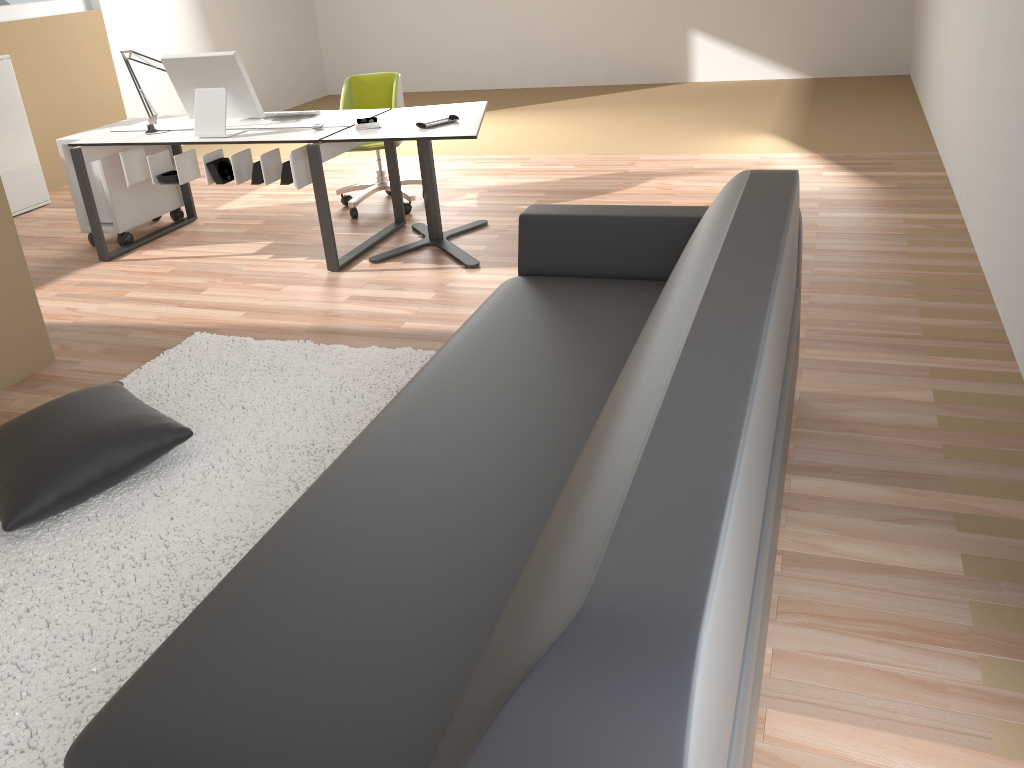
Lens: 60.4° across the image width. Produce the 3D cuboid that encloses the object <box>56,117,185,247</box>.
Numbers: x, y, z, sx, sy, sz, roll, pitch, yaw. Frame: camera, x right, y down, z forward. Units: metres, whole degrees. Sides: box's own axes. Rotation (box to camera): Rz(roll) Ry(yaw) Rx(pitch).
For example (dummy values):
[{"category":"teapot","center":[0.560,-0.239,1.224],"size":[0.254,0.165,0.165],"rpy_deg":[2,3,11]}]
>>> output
[{"category":"object","center":[-2.393,-1.264,5.489],"size":[0.309,0.647,0.648],"rpy_deg":[3,25,20]}]

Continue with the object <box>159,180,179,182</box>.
[{"category":"object","center":[-1.829,-1.119,4.784],"size":[0.119,0.002,0.139],"rpy_deg":[5,28,19]}]

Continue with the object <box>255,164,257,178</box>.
[{"category":"object","center":[-1.293,-1.107,4.573],"size":[0.040,0.109,0.139],"rpy_deg":[3,26,20]}]

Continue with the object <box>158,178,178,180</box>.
[{"category":"object","center":[-1.833,-1.129,4.782],"size":[0.119,0.002,0.139],"rpy_deg":[5,28,19]}]

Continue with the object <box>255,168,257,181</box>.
[{"category":"object","center":[-1.291,-1.107,4.572],"size":[0.040,0.109,0.139],"rpy_deg":[3,26,20]}]

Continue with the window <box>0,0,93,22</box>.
[{"category":"window","center":[-4.253,-3.116,5.568],"size":[0.045,1.721,3.790],"rpy_deg":[2,27,20]}]

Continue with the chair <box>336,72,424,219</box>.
[{"category":"chair","center":[-0.854,-1.523,5.575],"size":[0.622,0.776,0.624],"rpy_deg":[-7,23,-3]}]

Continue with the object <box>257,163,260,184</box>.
[{"category":"object","center":[-1.278,-1.106,4.567],"size":[0.040,0.109,0.139],"rpy_deg":[3,26,20]}]

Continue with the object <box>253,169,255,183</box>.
[{"category":"object","center":[-1.302,-1.108,4.576],"size":[0.040,0.109,0.139],"rpy_deg":[3,26,20]}]

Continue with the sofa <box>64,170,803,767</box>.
[{"category":"sofa","center":[0.126,0.118,2.048],"size":[0.953,0.800,2.355],"rpy_deg":[4,27,19]}]

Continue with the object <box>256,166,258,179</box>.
[{"category":"object","center":[-1.287,-1.107,4.570],"size":[0.040,0.109,0.139],"rpy_deg":[3,26,20]}]

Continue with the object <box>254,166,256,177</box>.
[{"category":"object","center":[-1.298,-1.108,4.574],"size":[0.039,0.109,0.139],"rpy_deg":[3,26,20]}]

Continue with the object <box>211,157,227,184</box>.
[{"category":"object","center":[-1.525,-1.128,4.658],"size":[0.040,0.109,0.139],"rpy_deg":[3,26,20]}]

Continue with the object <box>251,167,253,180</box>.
[{"category":"object","center":[-1.314,-1.109,4.581],"size":[0.040,0.109,0.139],"rpy_deg":[3,26,20]}]

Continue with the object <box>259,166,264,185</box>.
[{"category":"object","center":[-1.269,-1.105,4.564],"size":[0.040,0.109,0.139],"rpy_deg":[3,26,20]}]

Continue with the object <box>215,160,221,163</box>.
[{"category":"object","center":[-1.514,-1.127,4.654],"size":[0.039,0.109,0.139],"rpy_deg":[3,26,20]}]

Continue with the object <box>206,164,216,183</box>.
[{"category":"object","center":[-1.553,-1.130,4.668],"size":[0.040,0.109,0.139],"rpy_deg":[3,26,20]}]

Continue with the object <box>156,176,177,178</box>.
[{"category":"object","center":[-1.838,-1.139,4.779],"size":[0.119,0.002,0.139],"rpy_deg":[5,28,19]}]

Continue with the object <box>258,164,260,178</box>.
[{"category":"object","center":[-1.276,-1.106,4.566],"size":[0.040,0.109,0.139],"rpy_deg":[3,26,20]}]

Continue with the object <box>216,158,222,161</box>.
[{"category":"object","center":[-1.540,-1.129,4.663],"size":[0.039,0.109,0.139],"rpy_deg":[3,26,20]}]

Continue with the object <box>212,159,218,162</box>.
[{"category":"object","center":[-1.548,-1.130,4.666],"size":[0.039,0.109,0.139],"rpy_deg":[3,26,20]}]

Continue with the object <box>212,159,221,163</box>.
[{"category":"object","center":[-1.531,-1.128,4.660],"size":[0.039,0.109,0.139],"rpy_deg":[3,26,20]}]

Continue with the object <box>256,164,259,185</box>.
[{"category":"object","center":[-1.282,-1.106,4.569],"size":[0.040,0.109,0.139],"rpy_deg":[3,26,20]}]

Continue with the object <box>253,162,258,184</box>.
[{"category":"object","center":[-1.300,-1.108,4.575],"size":[0.039,0.109,0.139],"rpy_deg":[3,26,20]}]

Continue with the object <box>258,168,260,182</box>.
[{"category":"object","center":[-1.274,-1.105,4.566],"size":[0.040,0.109,0.139],"rpy_deg":[3,26,20]}]

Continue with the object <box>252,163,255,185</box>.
[{"category":"object","center":[-1.306,-1.108,4.578],"size":[0.040,0.109,0.139],"rpy_deg":[3,26,20]}]

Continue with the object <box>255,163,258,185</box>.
[{"category":"object","center":[-1.289,-1.107,4.571],"size":[0.040,0.109,0.139],"rpy_deg":[3,26,20]}]

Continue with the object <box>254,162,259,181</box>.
[{"category":"object","center":[-1.295,-1.108,4.574],"size":[0.039,0.109,0.139],"rpy_deg":[3,26,20]}]

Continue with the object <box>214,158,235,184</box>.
[{"category":"object","center":[-1.510,-1.126,4.652],"size":[0.039,0.109,0.139],"rpy_deg":[3,26,20]}]

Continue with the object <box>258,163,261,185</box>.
[{"category":"object","center":[-1.271,-1.105,4.565],"size":[0.040,0.109,0.139],"rpy_deg":[3,26,20]}]

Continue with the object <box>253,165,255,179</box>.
[{"category":"object","center":[-1.304,-1.108,4.577],"size":[0.040,0.109,0.139],"rpy_deg":[3,26,20]}]

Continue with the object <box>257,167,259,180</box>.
[{"category":"object","center":[-1.280,-1.106,4.568],"size":[0.040,0.109,0.139],"rpy_deg":[3,26,20]}]

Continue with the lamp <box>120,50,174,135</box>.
[{"category":"lamp","center":[-1.852,-1.623,4.928],"size":[0.542,0.507,0.145],"rpy_deg":[-11,22,-13]}]

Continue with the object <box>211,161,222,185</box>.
[{"category":"object","center":[-1.522,-1.128,4.657],"size":[0.039,0.109,0.139],"rpy_deg":[3,26,20]}]

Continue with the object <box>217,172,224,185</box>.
[{"category":"object","center":[-1.510,-1.126,4.652],"size":[0.040,0.109,0.139],"rpy_deg":[3,26,20]}]

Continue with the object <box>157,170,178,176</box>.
[{"category":"object","center":[-1.840,-1.145,4.778],"size":[0.120,0.002,0.139],"rpy_deg":[5,28,19]}]

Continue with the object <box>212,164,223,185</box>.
[{"category":"object","center":[-1.516,-1.127,4.655],"size":[0.040,0.109,0.139],"rpy_deg":[3,26,20]}]

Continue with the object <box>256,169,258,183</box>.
[{"category":"object","center":[-1.284,-1.106,4.570],"size":[0.040,0.109,0.139],"rpy_deg":[3,26,20]}]
